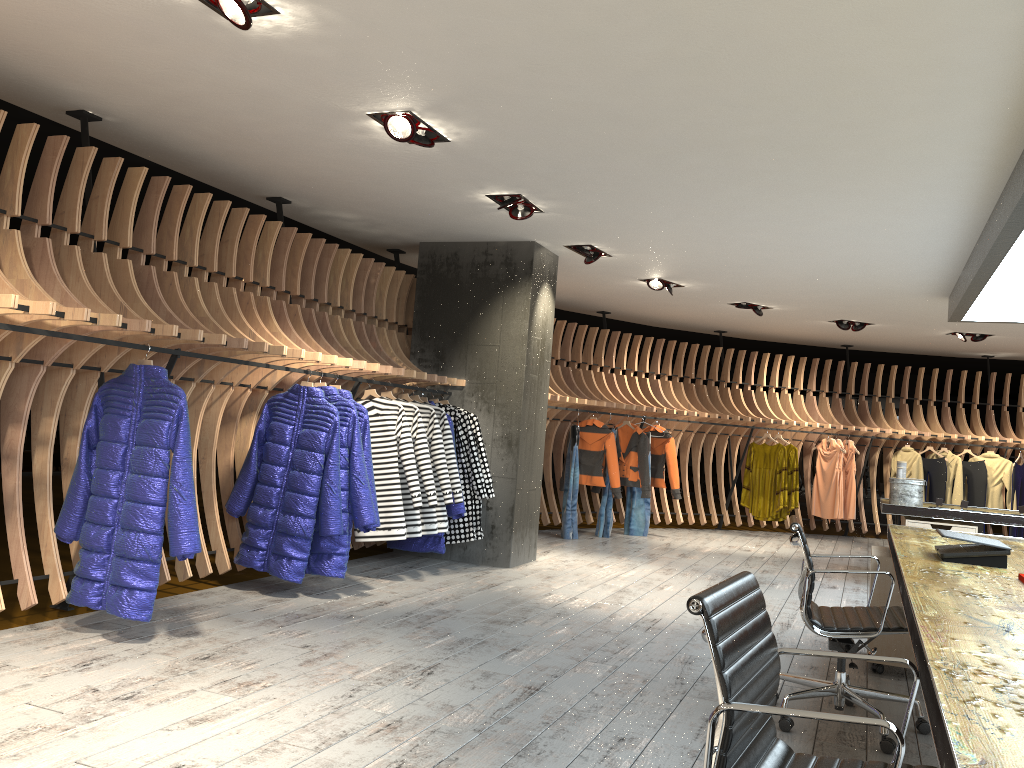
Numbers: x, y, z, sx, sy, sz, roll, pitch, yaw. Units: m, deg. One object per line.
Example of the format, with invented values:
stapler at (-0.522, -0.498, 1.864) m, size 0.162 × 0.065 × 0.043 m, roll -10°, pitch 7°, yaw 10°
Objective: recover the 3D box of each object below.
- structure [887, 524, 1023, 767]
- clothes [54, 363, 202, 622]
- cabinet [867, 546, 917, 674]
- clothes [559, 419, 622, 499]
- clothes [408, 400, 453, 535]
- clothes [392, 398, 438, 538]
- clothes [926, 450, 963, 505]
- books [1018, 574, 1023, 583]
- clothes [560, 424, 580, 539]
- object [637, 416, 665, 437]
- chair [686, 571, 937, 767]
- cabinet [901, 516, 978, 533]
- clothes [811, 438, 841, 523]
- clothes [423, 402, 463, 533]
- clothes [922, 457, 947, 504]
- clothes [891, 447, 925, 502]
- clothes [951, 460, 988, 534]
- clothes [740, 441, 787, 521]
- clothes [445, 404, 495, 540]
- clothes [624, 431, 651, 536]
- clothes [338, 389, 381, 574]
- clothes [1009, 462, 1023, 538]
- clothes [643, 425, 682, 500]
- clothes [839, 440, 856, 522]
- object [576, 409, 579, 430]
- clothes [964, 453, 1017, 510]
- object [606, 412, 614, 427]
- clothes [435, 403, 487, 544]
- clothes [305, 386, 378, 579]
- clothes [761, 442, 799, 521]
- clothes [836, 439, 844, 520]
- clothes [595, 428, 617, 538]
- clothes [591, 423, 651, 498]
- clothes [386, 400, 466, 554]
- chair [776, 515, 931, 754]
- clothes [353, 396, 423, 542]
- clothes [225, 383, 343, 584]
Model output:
structure at (0.914, 0.838, 0.462) m, size 1.162 × 0.845 × 10.437 m, roll 3°, pitch -3°, yaw 22°
clothes at (-1.924, 0.514, 4.400) m, size 0.885 × 1.240 × 0.245 m, roll 3°, pitch -4°, yaw 19°
cabinet at (2.561, 1.295, 4.848) m, size 1.132 × 0.631 × 0.592 m, roll 3°, pitch -4°, yaw 22°
clothes at (0.899, 0.840, 10.198) m, size 0.839 × 0.882 × 0.200 m, roll 2°, pitch -5°, yaw 37°
clothes at (-0.766, 0.658, 6.850) m, size 0.752 × 1.063 × 0.128 m, roll 3°, pitch -4°, yaw 20°
clothes at (-0.864, 0.638, 6.607) m, size 0.752 × 1.063 × 0.128 m, roll 3°, pitch -4°, yaw 20°
clothes at (5.934, 1.350, 12.199) m, size 0.250 × 0.891 × 0.704 m, roll 6°, pitch -4°, yaw -27°
books at (1.921, 0.708, 3.105) m, size 0.213 × 0.026 × 0.365 m, roll 3°, pitch -3°, yaw 22°
clothes at (0.682, 1.163, 9.917) m, size 0.200 × 1.423 × 0.308 m, roll 4°, pitch -4°, yaw -1°
object at (1.595, 0.505, 10.794) m, size 0.549 × 0.243 × 0.023 m, roll 5°, pitch -4°, yaw -1°
chair at (0.683, 0.881, 1.821) m, size 0.668 × 0.860 × 0.692 m, roll 3°, pitch -4°, yaw 18°
cabinet at (3.938, 1.574, 8.267) m, size 0.593 × 0.631 × 1.130 m, roll 3°, pitch -3°, yaw 22°
clothes at (4.279, 1.312, 12.049) m, size 0.125 × 1.157 × 0.447 m, roll 7°, pitch -4°, yaw -33°
clothes at (-0.700, 0.671, 7.015) m, size 0.752 × 1.063 × 0.128 m, roll 3°, pitch -4°, yaw 20°
clothes at (5.695, 1.658, 12.168) m, size 0.087 × 1.354 × 0.539 m, roll 7°, pitch -4°, yaw -33°
clothes at (5.407, 1.309, 12.189) m, size 0.250 × 0.891 × 0.704 m, roll 6°, pitch -4°, yaw -17°
clothes at (6.209, 1.697, 12.141) m, size 0.087 × 1.354 × 0.539 m, roll 8°, pitch -5°, yaw -43°
clothes at (3.357, 1.289, 11.759) m, size 0.168 × 1.046 × 0.664 m, roll 7°, pitch -5°, yaw -37°
clothes at (-0.492, 0.769, 7.518) m, size 0.799 × 1.187 × 0.191 m, roll 3°, pitch -4°, yaw 23°
clothes at (1.529, 1.271, 10.743) m, size 0.309 × 1.423 × 0.200 m, roll 5°, pitch -4°, yaw -6°
clothes at (-1.288, 0.644, 5.982) m, size 0.885 × 1.240 × 0.245 m, roll 3°, pitch -4°, yaw 19°
clothes at (6.881, 1.741, 12.059) m, size 0.538 × 1.354 × 0.087 m, roll 8°, pitch -5°, yaw -43°
clothes at (1.755, 0.944, 10.942) m, size 0.200 × 0.882 × 0.839 m, roll 7°, pitch -4°, yaw -38°
clothes at (4.555, 1.336, 12.099) m, size 0.125 × 1.157 × 0.447 m, roll 5°, pitch -4°, yaw -13°
object at (0.740, 0.397, 9.962) m, size 0.023 × 0.243 × 0.548 m, roll 4°, pitch -3°, yaw 4°
clothes at (6.529, 1.391, 12.132) m, size 0.705 × 0.891 × 0.249 m, roll 1°, pitch -5°, yaw 43°
object at (1.155, 0.451, 10.401) m, size 0.023 × 0.243 × 0.548 m, roll 3°, pitch -3°, yaw 19°
clothes at (-0.554, 0.755, 7.341) m, size 0.807 × 1.188 × 0.191 m, roll 3°, pitch -4°, yaw 23°
clothes at (-1.281, 0.632, 5.787) m, size 0.884 × 1.247 × 0.249 m, roll 3°, pitch -4°, yaw 19°
clothes at (3.526, 1.306, 11.827) m, size 0.168 × 1.046 × 0.664 m, roll 7°, pitch -5°, yaw -37°
clothes at (4.393, 1.322, 12.074) m, size 0.125 × 1.157 × 0.447 m, roll 5°, pitch -4°, yaw -8°
clothes at (1.093, 1.217, 10.343) m, size 0.200 × 1.423 × 0.308 m, roll 3°, pitch -4°, yaw 14°
clothes at (1.340, 0.894, 10.546) m, size 0.839 × 0.882 × 0.200 m, roll 1°, pitch -5°, yaw 42°
clothes at (-0.748, 0.749, 7.248) m, size 0.885 × 1.240 × 0.245 m, roll 3°, pitch -4°, yaw 19°
chair at (1.495, 1.048, 3.868) m, size 0.668 × 0.860 × 0.692 m, roll 4°, pitch -4°, yaw 8°
clothes at (-0.951, 0.620, 6.389) m, size 0.752 × 1.063 × 0.128 m, roll 3°, pitch -4°, yaw 20°
clothes at (-1.480, 0.622, 5.716) m, size 0.880 × 1.262 × 0.242 m, roll 3°, pitch -4°, yaw 19°
